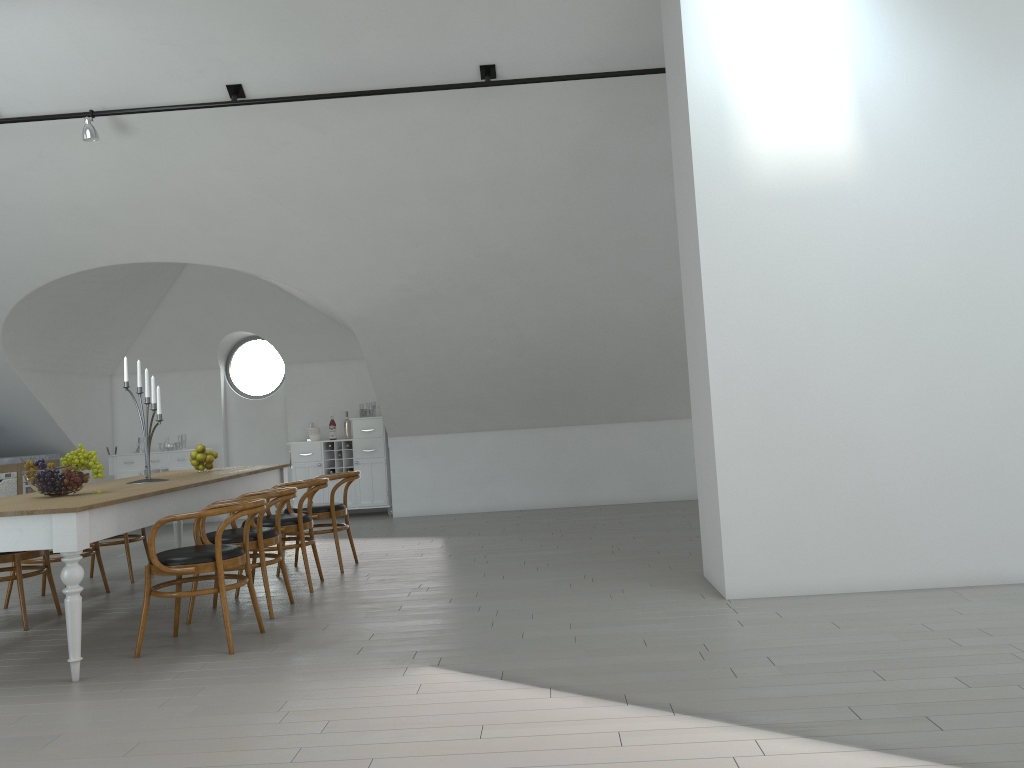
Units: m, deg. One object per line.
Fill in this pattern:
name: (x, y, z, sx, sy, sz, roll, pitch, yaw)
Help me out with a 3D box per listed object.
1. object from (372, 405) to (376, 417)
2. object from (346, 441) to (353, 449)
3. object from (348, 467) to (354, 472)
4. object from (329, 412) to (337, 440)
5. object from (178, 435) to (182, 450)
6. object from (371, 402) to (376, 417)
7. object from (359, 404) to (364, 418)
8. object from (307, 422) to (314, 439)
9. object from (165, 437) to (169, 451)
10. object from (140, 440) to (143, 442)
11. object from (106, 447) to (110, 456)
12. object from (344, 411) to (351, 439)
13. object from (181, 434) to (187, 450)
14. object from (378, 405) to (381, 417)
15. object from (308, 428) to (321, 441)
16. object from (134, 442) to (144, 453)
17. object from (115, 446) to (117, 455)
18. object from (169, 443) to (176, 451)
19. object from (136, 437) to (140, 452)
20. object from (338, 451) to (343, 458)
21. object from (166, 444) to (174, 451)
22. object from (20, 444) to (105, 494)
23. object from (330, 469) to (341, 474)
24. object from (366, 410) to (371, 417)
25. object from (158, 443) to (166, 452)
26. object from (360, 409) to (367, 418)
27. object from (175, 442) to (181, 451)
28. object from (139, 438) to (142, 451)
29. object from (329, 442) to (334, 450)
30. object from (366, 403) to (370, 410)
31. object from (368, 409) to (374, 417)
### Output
object: (-1.640, 0.322, 10.560, 0.046, 0.143, 0.046, -4, -3, 13)
object: (-1.915, 0.727, 10.537, 0.087, 0.085, 0.359, -4, -2, 2)
object: (-1.900, 1.031, 10.523, 0.081, 0.081, 0.358, -4, -2, 0)
object: (-2.145, 0.505, 10.600, 0.081, 0.330, 0.081, -3, -3, -2)
object: (-3.945, 0.701, 10.543, 0.054, 0.179, 0.054, -2, -4, -21)
object: (-1.672, 0.310, 10.716, 0.063, 0.187, 0.063, -3, -3, -12)
object: (-1.787, 0.321, 10.563, 0.048, 0.170, 0.048, -6, -4, 35)
object: (-2.451, 0.571, 10.807, 0.115, 0.209, 0.065, -4, -3, 4)
object: (-4.079, 0.713, 10.484, 0.048, 0.170, 0.048, -3, -3, -10)
object: (-4.484, 0.744, 10.663, 0.097, 0.137, 0.029, -4, -4, 5)
object: (-4.714, 0.872, 10.414, 0.088, 0.269, 0.029, -2, -4, -25)
object: (-1.965, 0.492, 10.588, 0.085, 0.331, 0.085, -1, -4, -39)
object: (-3.891, 0.693, 10.511, 0.063, 0.187, 0.063, -3, -3, -13)
object: (-1.573, 0.319, 10.590, 0.046, 0.143, 0.046, -4, -3, 13)
object: (-2.357, 0.603, 10.577, 0.154, 0.160, 0.158, -5, -3, 30)
object: (-4.484, 0.763, 10.655, 0.101, 0.138, 0.066, -4, -3, 2)
object: (-4.660, 0.868, 10.412, 0.088, 0.269, 0.029, -5, -4, 29)
object: (-4.019, 0.749, 10.531, 0.094, 0.094, 0.093, -3, -3, -10)
object: (-4.496, 0.729, 10.662, 0.039, 0.175, 0.054, -4, -3, 2)
object: (-2.014, 0.840, 10.549, 0.085, 0.085, 0.330, -4, -2, 2)
object: (-4.026, 0.750, 10.439, 0.077, 0.085, 0.077, -3, -3, -10)
object: (-2.491, 0.479, 4.914, 0.394, 0.285, 0.292, -2, -3, -34)
object: (-2.073, 1.039, 10.536, 0.156, 0.085, 0.330, -4, -2, 3)
object: (-1.719, 0.359, 10.566, 0.077, 0.085, 0.077, -4, -3, 10)
object: (-4.107, 0.744, 10.406, 0.081, 0.105, 0.081, -4, -3, 15)
object: (-1.753, 0.348, 10.487, 0.081, 0.105, 0.082, -6, -4, 40)
object: (-3.950, 0.740, 10.471, 0.071, 0.099, 0.071, -5, -3, 25)
object: (-4.465, 0.728, 10.646, 0.039, 0.164, 0.024, -5, -4, 15)
object: (-2.122, 0.736, 10.553, 0.092, 0.094, 0.358, -4, -2, 3)
object: (-1.734, 0.317, 10.699, 0.054, 0.179, 0.054, -3, -3, -4)
object: (-1.688, 0.353, 10.643, 0.071, 0.099, 0.071, -4, -3, 10)
